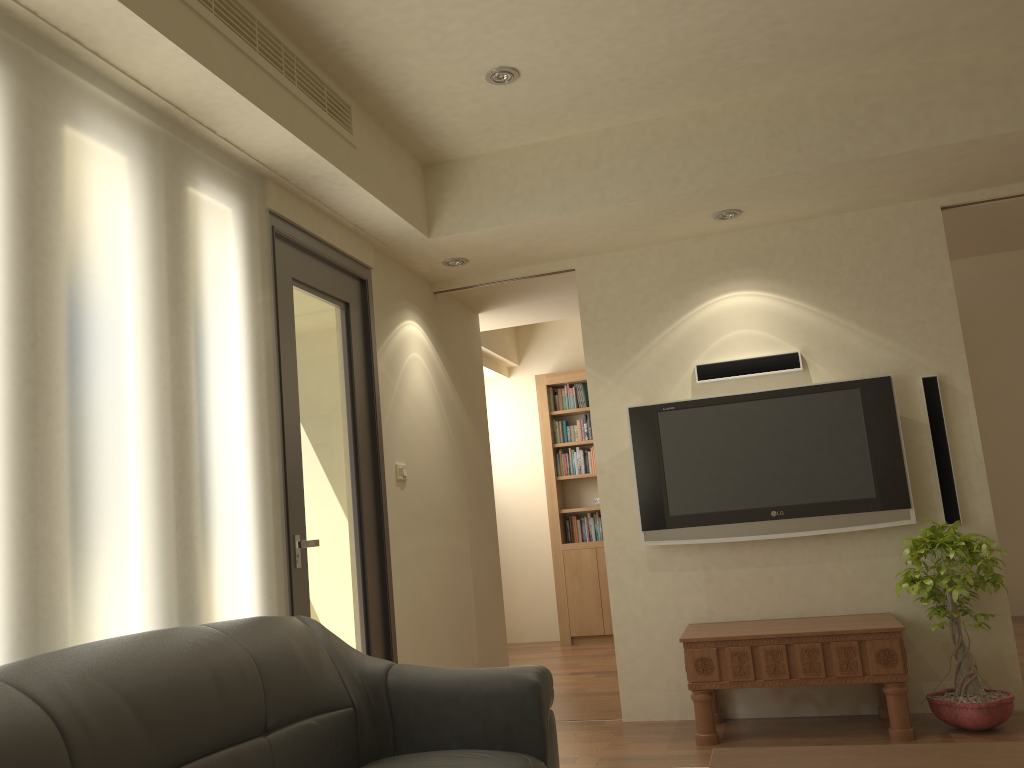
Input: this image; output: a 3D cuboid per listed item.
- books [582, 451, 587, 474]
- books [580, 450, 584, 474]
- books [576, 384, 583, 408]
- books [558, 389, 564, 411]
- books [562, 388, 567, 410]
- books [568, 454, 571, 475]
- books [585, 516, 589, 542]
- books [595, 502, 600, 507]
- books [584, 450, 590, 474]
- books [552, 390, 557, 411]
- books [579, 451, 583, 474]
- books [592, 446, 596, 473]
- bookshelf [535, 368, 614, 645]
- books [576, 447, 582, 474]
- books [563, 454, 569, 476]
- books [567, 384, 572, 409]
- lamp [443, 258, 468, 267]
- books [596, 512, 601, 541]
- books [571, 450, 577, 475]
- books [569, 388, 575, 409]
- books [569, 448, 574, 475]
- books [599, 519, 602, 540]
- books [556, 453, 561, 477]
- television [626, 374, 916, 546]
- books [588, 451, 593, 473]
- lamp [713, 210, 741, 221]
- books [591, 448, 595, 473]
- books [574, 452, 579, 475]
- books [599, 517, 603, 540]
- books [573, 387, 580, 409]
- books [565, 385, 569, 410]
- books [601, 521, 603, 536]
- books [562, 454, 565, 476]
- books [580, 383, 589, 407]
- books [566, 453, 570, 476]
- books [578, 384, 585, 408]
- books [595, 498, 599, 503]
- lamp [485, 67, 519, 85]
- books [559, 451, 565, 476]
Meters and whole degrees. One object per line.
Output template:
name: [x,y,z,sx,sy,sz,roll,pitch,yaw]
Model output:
books: [0.678,0.727,8.189,0.013,0.215,0.168,-8,-9,15]
books: [0.665,0.725,8.194,0.014,0.224,0.168,-8,-9,15]
books: [0.646,0.124,8.284,0.043,0.242,0.148,-8,-9,15]
books: [0.471,0.161,8.343,0.036,0.218,0.124,-8,-9,15]
books: [0.507,0.156,8.333,0.036,0.218,0.124,-8,-9,15]
books: [0.552,0.754,8.236,0.011,0.200,0.143,-8,-9,15]
books: [0.702,1.331,8.153,0.014,0.224,0.168,-8,-9,15]
books: [0.852,1.096,8.112,0.165,0.036,0.111,-8,-9,15]
books: [0.708,0.726,8.204,0.036,0.218,0.124,-8,-9,15]
books: [0.405,0.172,8.337,0.010,0.206,0.167,-8,-9,15]
books: [0.653,0.731,8.196,0.009,0.215,0.168,-8,-9,15]
books: [0.775,0.701,8.170,0.016,0.243,0.158,-8,-9,15]
bookshelf: [1.772,0.948,7.810,2.945,2.440,0.301,-8,-9,15]
books: [0.636,0.715,8.211,0.026,0.254,0.154,-8,-9,15]
books: [0.517,0.754,8.236,0.036,0.206,0.162,-8,-9,15]
books: [0.551,0.129,8.312,0.019,0.255,0.145,-8,-9,15]
lamp: [-0.324,-0.709,5.036,0.143,0.059,0.143,-9,-9,21]
books: [0.806,1.304,8.138,0.019,0.255,0.145,-8,-9,15]
books: [0.588,0.731,8.230,0.026,0.237,0.139,-8,-9,15]
books: [0.580,0.149,8.293,0.036,0.206,0.162,-8,-9,15]
books: [0.564,0.724,8.235,0.019,0.255,0.145,-8,-9,15]
books: [0.824,1.329,8.132,0.011,0.200,0.143,-8,-9,15]
books: [0.449,0.758,8.252,0.026,0.215,0.167,-8,-9,15]
television: [1.334,0.424,4.693,1.377,0.778,0.110,-8,-9,15]
books: [0.738,0.727,8.182,0.032,0.202,0.150,-8,-9,15]
lamp: [1.122,-0.903,4.642,0.143,0.059,0.143,-9,-9,21]
books: [0.760,0.707,8.174,0.017,0.235,0.157,-8,-9,15]
books: [0.612,0.739,8.213,0.026,0.211,0.156,-8,-9,15]
books: [0.830,1.323,8.118,0.010,0.206,0.167,-8,-9,15]
books: [0.604,0.141,8.283,0.013,0.215,0.168,-8,-9,15]
books: [0.530,0.138,8.314,0.019,0.242,0.152,-8,-9,15]
books: [0.853,1.321,8.114,0.036,0.206,0.162,-8,-9,15]
books: [0.494,0.759,8.244,0.011,0.202,0.158,-8,-9,15]
books: [0.676,0.120,8.276,0.043,0.242,0.148,-8,-9,15]
books: [0.538,0.751,8.227,0.010,0.206,0.167,-8,-9,15]
books: [0.661,0.122,8.280,0.043,0.242,0.148,-8,-9,15]
books: [0.851,1.058,8.109,0.165,0.036,0.111,-9,-9,21]
lamp: [-0.044,-1.334,3.793,0.143,0.059,0.143,-9,-9,21]
books: [0.475,0.745,8.252,0.026,0.237,0.156,-8,-9,15]
